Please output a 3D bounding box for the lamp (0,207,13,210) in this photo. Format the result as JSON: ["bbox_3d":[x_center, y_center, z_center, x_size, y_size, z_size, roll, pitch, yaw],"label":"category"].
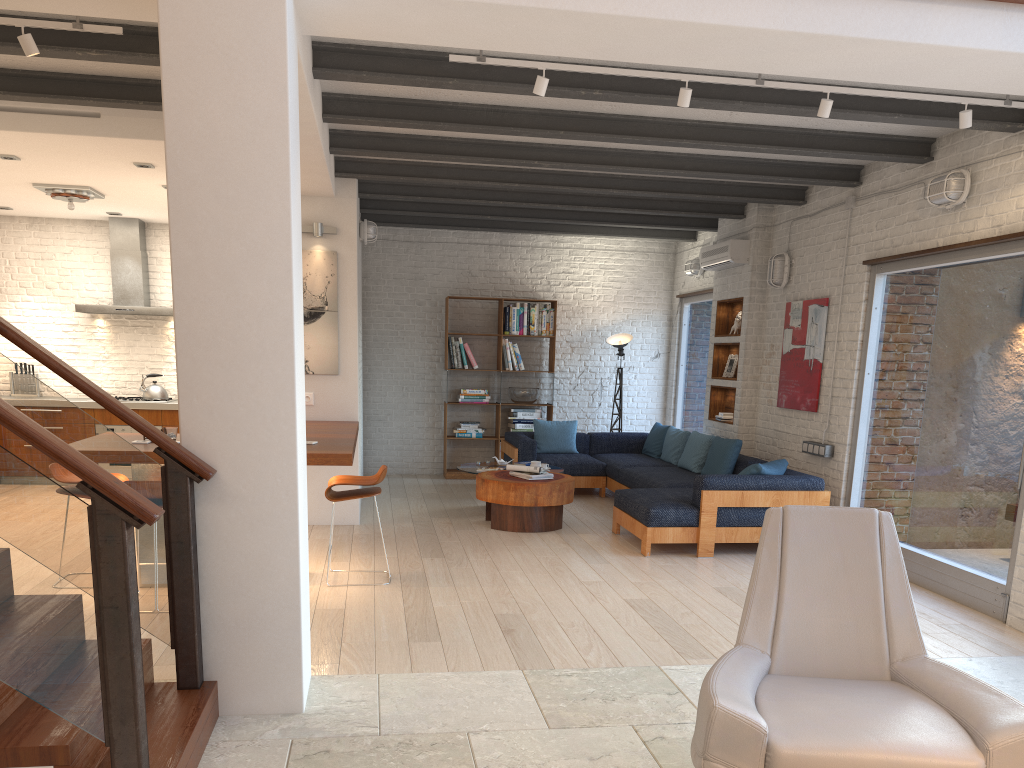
[{"bbox_3d":[-5.065,-1.772,8.692,0.124,0.056,0.121,1,4,-9],"label":"lamp"}]

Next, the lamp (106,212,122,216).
[{"bbox_3d":[-4.041,-1.747,8.855,0.124,0.056,0.121,1,4,-9],"label":"lamp"}]

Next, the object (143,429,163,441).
[{"bbox_3d":[-2.263,0.323,5.522,0.114,0.084,0.091,1,7,-9],"label":"object"}]

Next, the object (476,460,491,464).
[{"bbox_3d":[-0.243,0.811,9.113,0.301,0.028,0.067,0,3,-31],"label":"object"}]

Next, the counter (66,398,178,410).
[{"bbox_3d":[-4.175,0.260,8.198,3.522,0.072,3.257,1,2,-9],"label":"counter"}]

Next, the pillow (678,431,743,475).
[{"bbox_3d":[1.933,0.695,8.559,0.254,0.426,1.183,0,3,-10],"label":"pillow"}]

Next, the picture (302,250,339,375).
[{"bbox_3d":[-1.792,-0.597,7.304,0.655,1.044,0.019,0,12,-9],"label":"picture"}]

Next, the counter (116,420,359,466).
[{"bbox_3d":[-1.986,0.816,6.350,1.686,0.943,2.439,1,3,-9],"label":"counter"}]

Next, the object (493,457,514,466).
[{"bbox_3d":[-0.093,0.788,8.957,0.186,0.093,0.190,3,4,16],"label":"object"}]

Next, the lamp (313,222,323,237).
[{"bbox_3d":[-1.589,-1.263,7.137,0.079,0.107,0.078,5,9,19],"label":"lamp"}]

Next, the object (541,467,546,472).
[{"bbox_3d":[0.254,0.807,8.168,0.146,0.057,0.171,1,3,-20],"label":"object"}]

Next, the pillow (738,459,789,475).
[{"bbox_3d":[2.034,0.792,7.257,0.372,0.337,0.558,7,7,41],"label":"pillow"}]

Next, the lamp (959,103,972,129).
[{"bbox_3d":[2.360,-1.386,4.534,0.058,0.132,0.086,11,13,41],"label":"lamp"}]

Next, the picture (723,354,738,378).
[{"bbox_3d":[2.307,-0.186,9.128,0.102,0.251,0.188,-2,9,-18],"label":"picture"}]

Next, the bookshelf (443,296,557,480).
[{"bbox_3d":[-0.165,0.078,10.802,1.318,2.263,0.353,0,12,-9],"label":"bookshelf"}]

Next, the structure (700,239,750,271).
[{"bbox_3d":[2.140,-1.296,8.820,0.200,0.224,0.796,0,3,-9],"label":"structure"}]

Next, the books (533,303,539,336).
[{"bbox_3d":[0.290,-0.787,10.719,0.036,0.394,0.237,0,9,-9],"label":"books"}]

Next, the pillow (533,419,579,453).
[{"bbox_3d":[0.509,0.615,10.176,0.555,0.420,0.217,1,10,-10],"label":"pillow"}]

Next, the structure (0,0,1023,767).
[{"bbox_3d":[-1.694,-0.738,3.739,10.156,4.245,13.536,1,3,-9],"label":"structure"}]

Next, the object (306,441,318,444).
[{"bbox_3d":[-1.462,0.368,5.607,0.395,0.035,0.193,2,2,-5],"label":"object"}]

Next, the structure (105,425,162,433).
[{"bbox_3d":[-4.136,0.730,9.583,0.670,0.593,0.487,1,8,-9],"label":"structure"}]

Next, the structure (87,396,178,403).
[{"bbox_3d":[-4.132,0.167,9.536,0.812,0.033,0.576,1,2,-9],"label":"structure"}]

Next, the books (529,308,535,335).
[{"bbox_3d":[0.227,-0.760,10.687,0.055,0.338,0.247,0,9,-9],"label":"books"}]

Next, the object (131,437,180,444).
[{"bbox_3d":[-2.215,0.350,5.479,0.287,0.035,0.200,1,2,-9],"label":"object"}]

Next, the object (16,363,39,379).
[{"bbox_3d":[-5.327,-0.043,9.525,0.322,0.386,0.064,0,12,-9],"label":"object"}]

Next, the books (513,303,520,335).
[{"bbox_3d":[0.050,-0.793,10.663,0.036,0.394,0.237,0,9,-9],"label":"books"}]

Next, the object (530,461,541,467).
[{"bbox_3d":[0.230,0.806,8.464,0.108,0.111,0.105,3,7,7],"label":"object"}]

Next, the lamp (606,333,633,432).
[{"bbox_3d":[1.496,0.310,10.762,0.501,1.896,0.849,-7,13,-36],"label":"lamp"}]

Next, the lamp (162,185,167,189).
[{"bbox_3d":[-2.848,-1.661,7.283,0.124,0.056,0.121,1,4,-9],"label":"lamp"}]

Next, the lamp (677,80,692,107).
[{"bbox_3d":[0.852,-1.423,4.301,0.061,0.132,0.083,0,9,-7],"label":"lamp"}]

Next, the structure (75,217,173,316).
[{"bbox_3d":[-4.098,-1.248,9.305,0.986,1.021,0.443,1,10,-9],"label":"structure"}]

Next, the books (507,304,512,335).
[{"bbox_3d":[-0.037,-0.782,10.666,0.021,0.369,0.264,0,9,-9],"label":"books"}]

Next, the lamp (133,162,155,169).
[{"bbox_3d":[-2.710,-1.629,6.422,0.124,0.056,0.121,1,4,-9],"label":"lamp"}]

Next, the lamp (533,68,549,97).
[{"bbox_3d":[0.139,-1.440,4.185,0.059,0.132,0.084,-7,12,-39],"label":"lamp"}]

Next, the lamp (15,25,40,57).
[{"bbox_3d":[-2.120,-1.495,3.822,0.058,0.132,0.086,11,13,41],"label":"lamp"}]

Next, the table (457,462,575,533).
[{"bbox_3d":[-0.001,1.048,8.419,1.077,0.457,1.788,1,3,-3],"label":"table"}]

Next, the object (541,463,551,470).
[{"bbox_3d":[0.331,0.829,8.670,0.155,0.058,0.264,1,3,-16],"label":"object"}]

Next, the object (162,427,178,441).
[{"bbox_3d":[-2.134,0.316,5.448,0.091,0.087,0.089,0,7,-12],"label":"object"}]

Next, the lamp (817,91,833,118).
[{"bbox_3d":[1.588,-1.411,4.417,0.061,0.124,0.083,0,9,-7],"label":"lamp"}]

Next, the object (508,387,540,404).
[{"bbox_3d":[0.147,0.147,10.898,0.399,0.207,0.395,4,5,32],"label":"object"}]

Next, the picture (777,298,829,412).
[{"bbox_3d":[2.572,-0.252,7.751,0.019,0.986,0.723,0,9,-9],"label":"picture"}]

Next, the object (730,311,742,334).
[{"bbox_3d":[2.319,-0.625,8.939,0.112,0.249,0.210,1,8,-1],"label":"object"}]

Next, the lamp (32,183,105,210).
[{"bbox_3d":[-3.838,-1.600,7.579,0.450,0.175,0.440,1,3,-9],"label":"lamp"}]

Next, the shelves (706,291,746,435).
[{"bbox_3d":[2.305,-0.206,9.073,0.192,1.466,0.745,0,10,-9],"label":"shelves"}]

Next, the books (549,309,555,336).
[{"bbox_3d":[0.467,-0.756,10.756,0.055,0.338,0.247,0,9,-9],"label":"books"}]

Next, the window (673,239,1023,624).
[{"bbox_3d":[3.357,-1.748,4.807,0.648,6.556,12.045,0,4,-9],"label":"window"}]

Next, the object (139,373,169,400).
[{"bbox_3d":[-3.868,0.024,9.447,0.262,0.283,0.256,3,8,12],"label":"object"}]

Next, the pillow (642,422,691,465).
[{"bbox_3d":[1.738,0.670,9.870,0.243,0.408,1.081,0,3,-10],"label":"pillow"}]

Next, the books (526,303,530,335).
[{"bbox_3d":[0.179,-0.790,10.688,0.036,0.394,0.237,0,9,-9],"label":"books"}]

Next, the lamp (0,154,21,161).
[{"bbox_3d":[-3.628,-1.651,6.277,0.124,0.056,0.121,1,4,-9],"label":"lamp"}]
